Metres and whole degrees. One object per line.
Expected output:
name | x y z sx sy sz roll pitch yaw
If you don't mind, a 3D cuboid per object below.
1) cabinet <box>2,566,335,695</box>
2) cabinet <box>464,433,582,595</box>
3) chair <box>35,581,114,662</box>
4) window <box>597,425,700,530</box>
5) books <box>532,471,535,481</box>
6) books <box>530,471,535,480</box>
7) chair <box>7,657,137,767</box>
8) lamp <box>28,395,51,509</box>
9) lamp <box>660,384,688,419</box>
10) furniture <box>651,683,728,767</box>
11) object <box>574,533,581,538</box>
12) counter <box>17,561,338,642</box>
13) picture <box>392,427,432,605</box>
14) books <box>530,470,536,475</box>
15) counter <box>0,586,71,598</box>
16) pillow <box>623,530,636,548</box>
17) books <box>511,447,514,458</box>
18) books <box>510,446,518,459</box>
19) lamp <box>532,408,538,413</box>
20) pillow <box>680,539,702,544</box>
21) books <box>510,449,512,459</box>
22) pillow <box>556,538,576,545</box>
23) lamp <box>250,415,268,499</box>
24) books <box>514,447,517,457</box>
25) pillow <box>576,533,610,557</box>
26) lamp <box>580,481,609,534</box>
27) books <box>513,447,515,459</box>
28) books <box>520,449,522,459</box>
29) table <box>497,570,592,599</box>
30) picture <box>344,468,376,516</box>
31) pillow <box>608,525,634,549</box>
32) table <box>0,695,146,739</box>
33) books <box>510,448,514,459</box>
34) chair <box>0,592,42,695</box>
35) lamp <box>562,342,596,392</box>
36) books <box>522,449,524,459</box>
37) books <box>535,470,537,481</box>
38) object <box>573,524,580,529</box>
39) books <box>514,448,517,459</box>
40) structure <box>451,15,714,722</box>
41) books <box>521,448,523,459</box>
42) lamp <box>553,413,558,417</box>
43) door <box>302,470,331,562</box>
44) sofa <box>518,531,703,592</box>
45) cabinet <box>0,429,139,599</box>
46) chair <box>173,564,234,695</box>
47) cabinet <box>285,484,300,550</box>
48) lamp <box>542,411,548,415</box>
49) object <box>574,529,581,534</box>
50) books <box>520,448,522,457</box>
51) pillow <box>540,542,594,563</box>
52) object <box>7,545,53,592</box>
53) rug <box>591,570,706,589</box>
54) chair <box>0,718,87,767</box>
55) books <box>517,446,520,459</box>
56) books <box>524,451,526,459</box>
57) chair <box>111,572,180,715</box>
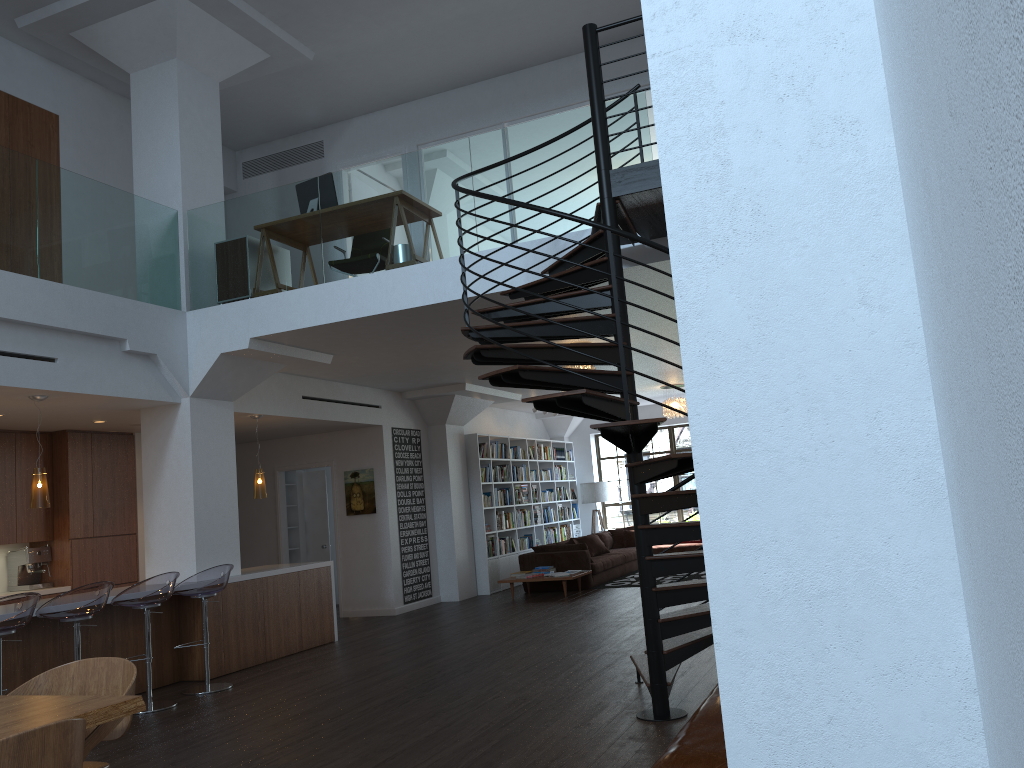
cabinet | -3.229 2.241 7.748 0.898 0.796 4.493 -8 -8 22
cabinet | 0.229 2.171 15.485 0.461 2.414 4.500 -8 -8 22
chair | -3.082 1.928 6.284 0.481 1.014 0.530 -8 -8 20
window | 3.942 1.699 17.166 4.648 1.905 0.114 -8 -8 22
books | 0.326 1.627 15.578 0.126 0.173 0.032 -8 -8 22
books | 0.337 1.627 15.603 0.128 0.178 0.021 -8 -8 22
chair | -1.729 1.504 3.316 0.629 0.833 0.618 -7 -8 17
lamp | -2.662 0.082 7.843 2.842 1.807 0.149 -1 -9 -28
lamp | 2.675 0.296 14.542 0.442 0.539 0.441 -1 -8 -25
furniture | 1.172 1.457 3.432 0.907 0.453 1.819 -8 -8 22
object | 1.133 2.964 17.224 0.331 0.088 0.410 -8 -8 22
counter | -3.021 1.954 5.918 3.039 0.860 8.182 -4 -8 -7
picture | -1.381 1.802 12.337 0.021 2.380 0.800 -8 -8 22
books | 0.352 1.621 15.664 0.146 0.202 0.027 -8 -8 22
counter | -5.710 1.968 7.318 0.600 0.050 4.387 -8 -8 22
pillow | 2.217 2.797 16.064 0.489 0.337 0.238 -4 -8 -8
books | -0.045 1.170 14.849 0.146 0.202 0.027 -8 -8 22
books | 0.029 1.173 15.029 0.140 0.231 0.042 -8 -8 22
lamp | 0.387 0.389 15.029 0.120 0.211 0.111 0 -9 -33
pillow | 3.200 2.693 15.813 0.465 0.308 0.220 -8 -8 18
books | -0.071 1.175 14.763 0.126 0.173 0.032 -8 -8 22
pillow | 0.883 2.535 13.438 0.269 0.411 0.559 -2 -8 -22
lamp | -2.756 0.792 9.644 0.149 0.900 0.149 -2 -8 -23
books | 0.000 1.182 14.990 0.144 0.207 0.048 -8 -8 22
pillow | 1.340 2.699 14.785 0.325 0.391 0.625 -11 -10 38
lamp | 1.676 2.720 17.359 0.545 1.579 0.545 -7 -8 11
books | -0.027 1.171 14.871 0.146 0.202 0.027 -8 -8 22
books | 0.087 1.204 15.152 0.139 0.191 0.036 -8 -8 22
table | 0.478 2.824 12.435 1.100 0.271 0.853 -8 -8 22
picture | -2.049 1.457 11.944 0.450 0.600 0.030 -8 -8 22
pillow | 2.077 2.813 16.227 0.580 0.418 0.334 -4 -8 -5
table | -2.470 1.371 1.543 1.012 0.750 3.803 -8 -8 22
books | -0.052 1.171 14.816 0.139 0.191 0.036 -8 -8 22
chair | -3.302 1.867 5.693 0.481 1.014 0.530 -8 -8 24
lamp | 0.714 -0.158 9.898 0.442 0.539 0.441 -1 -8 -25
books | 0.134 1.221 15.257 0.128 0.178 0.021 -8 -8 22
books | 0.371 1.623 15.686 0.146 0.202 0.027 -8 -8 22
object | 1.111 2.791 17.250 0.316 0.088 0.410 -8 -8 22
books | 0.001 1.179 14.947 0.146 0.202 0.027 -8 -8 22
structure | 0.697 -0.193 5.527 1.998 4.352 1.998 -3 -8 -17
books | 0.112 1.207 15.222 0.127 0.200 0.020 -8 -8 22
lamp | 0.784 0.481 15.969 0.120 0.211 0.111 -5 -8 -4
door | -3.058 2.333 13.187 0.826 2.032 0.174 -8 -8 22
sofa | 2.496 2.707 14.359 3.481 0.664 4.197 -8 -8 22
cabinet | -5.569 1.599 7.793 0.598 2.499 5.299 -8 -8 22
chair | -2.576 2.039 7.441 0.481 1.014 0.530 -8 -8 24
cabinet | -3.053 1.958 13.933 0.527 2.991 2.630 -8 -8 22
lamp | 0.583 0.434 15.494 0.120 0.211 0.111 -2 -8 -18
object | 1.125 2.876 17.236 0.331 0.088 0.410 -8 -8 22
books | 0.100 1.206 15.191 0.136 0.196 0.045 -8 -8 22
pillow | 0.818 2.548 13.174 0.750 0.364 0.289 -8 -8 21
object | -4.981 1.916 9.247 0.439 0.455 0.284 -8 -8 22
rug | 3.571 2.809 13.339 4.200 0.007 3.100 -8 -8 23
chair | -1.490 1.358 2.403 0.617 0.830 0.629 -8 -8 22
books | 0.044 1.180 15.075 0.158 0.226 0.052 -8 -8 22
books | 0.178 1.240 15.334 0.110 0.153 0.019 -8 -8 22
chair | -2.820 1.983 6.862 0.481 1.014 0.530 -8 -8 20
